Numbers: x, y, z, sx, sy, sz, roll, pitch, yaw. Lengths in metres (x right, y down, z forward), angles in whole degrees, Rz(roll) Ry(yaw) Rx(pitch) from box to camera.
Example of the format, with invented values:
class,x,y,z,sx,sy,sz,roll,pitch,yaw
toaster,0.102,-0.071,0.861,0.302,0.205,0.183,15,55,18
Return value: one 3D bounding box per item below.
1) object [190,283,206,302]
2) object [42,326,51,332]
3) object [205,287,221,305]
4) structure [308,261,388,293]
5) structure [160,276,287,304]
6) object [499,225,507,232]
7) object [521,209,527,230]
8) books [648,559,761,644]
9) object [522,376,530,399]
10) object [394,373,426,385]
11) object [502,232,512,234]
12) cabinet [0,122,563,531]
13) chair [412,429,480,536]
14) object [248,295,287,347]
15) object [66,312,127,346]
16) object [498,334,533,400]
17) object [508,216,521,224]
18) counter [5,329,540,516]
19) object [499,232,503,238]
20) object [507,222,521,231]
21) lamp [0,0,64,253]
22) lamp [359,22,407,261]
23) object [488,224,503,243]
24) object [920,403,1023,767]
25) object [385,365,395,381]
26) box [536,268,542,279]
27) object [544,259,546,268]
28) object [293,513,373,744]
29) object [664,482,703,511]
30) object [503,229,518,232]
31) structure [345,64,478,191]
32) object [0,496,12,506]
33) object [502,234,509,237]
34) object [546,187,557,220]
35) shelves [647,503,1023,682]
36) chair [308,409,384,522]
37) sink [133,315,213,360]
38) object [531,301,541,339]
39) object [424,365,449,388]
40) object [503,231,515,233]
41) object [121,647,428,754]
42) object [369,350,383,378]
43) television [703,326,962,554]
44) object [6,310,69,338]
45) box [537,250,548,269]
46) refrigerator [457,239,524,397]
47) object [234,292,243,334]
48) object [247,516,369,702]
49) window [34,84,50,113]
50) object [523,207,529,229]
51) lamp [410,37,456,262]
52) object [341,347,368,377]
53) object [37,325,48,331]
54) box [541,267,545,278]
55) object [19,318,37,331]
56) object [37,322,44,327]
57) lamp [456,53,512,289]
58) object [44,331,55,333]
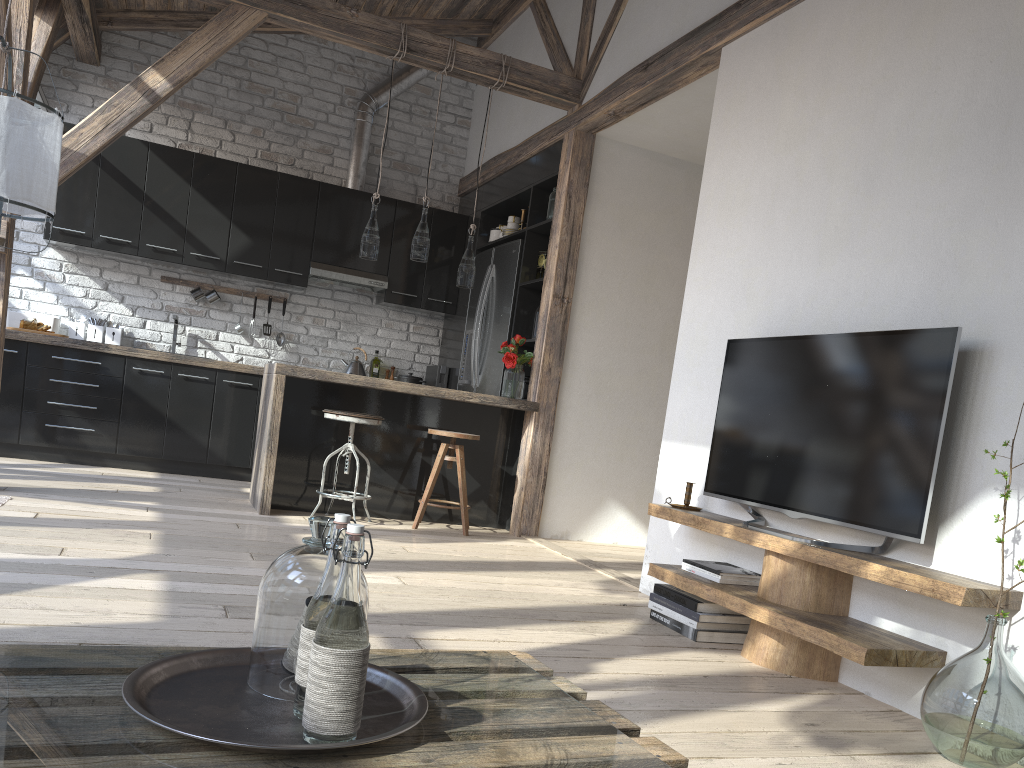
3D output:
class,x,y,z,sx,sy,sz,roll,pitch,yaw
object,-2.376,-0.689,6.658,0.118,0.140,0.092,7,3,-20
object,-3.182,-0.376,6.002,0.082,0.055,0.073,8,0,44
object,-2.272,-0.673,6.693,0.117,0.140,0.092,8,3,-5
structure,-1.309,-0.840,6.923,0.603,0.104,0.365,9,-2,-22
structure,-2.193,-0.722,6.741,0.937,0.046,0.080,9,-1,-22
object,-0.044,-1.127,6.494,0.094,0.068,0.106,8,0,6
object,0.073,-1.129,6.133,0.059,0.169,0.058,5,5,-37
books,0.756,0.837,3.439,0.292,0.266,0.356,8,0,-22
object,0.108,0.029,5.946,0.135,0.166,0.132,7,2,-32
object,-0.842,-0.023,7.250,0.249,0.142,0.207,8,0,-24
object,0.002,-1.069,6.362,0.148,0.026,0.149,7,-2,20
cabinet,-1.772,-0.545,5.863,4.238,2.526,2.070,8,2,-22
chair,-0.390,0.588,5.343,0.341,0.600,0.338,8,3,-2
object,-1.891,-0.497,6.847,0.284,0.384,0.069,7,4,-22
object,-3.025,-0.394,6.410,0.407,0.202,0.145,8,2,-21
object,0.017,-0.111,5.569,0.250,0.418,0.311,8,2,11
object,0.019,-1.168,6.345,0.095,0.068,0.105,8,0,-36
counter,-2.047,0.250,5.789,3.833,0.857,2.222,9,-2,-22
object,-0.045,-1.080,6.501,0.105,0.068,0.094,8,0,30
object,0.015,-1.123,6.355,0.106,0.068,0.093,8,0,-11
lamp,-1.751,-1.438,3.083,0.397,1.909,0.406,9,5,19
lamp,-0.726,-1.368,5.000,0.109,1.298,0.222,6,5,-20
object,-0.083,-1.130,6.717,0.185,0.175,0.208,8,1,19
object,1.335,0.433,2.144,0.277,1.128,0.509,5,5,-35
object,-1.015,-0.067,7.293,0.080,0.184,0.039,7,4,-10
box,0.209,-0.715,5.939,0.083,0.114,0.082,7,2,-22
object,0.296,-0.740,5.749,0.136,0.171,0.148,7,2,-36
object,-0.221,0.301,1.105,0.071,0.269,0.152,6,3,-22
object,0.739,0.469,3.695,0.140,0.113,0.138,8,1,-40
object,0.005,-1.092,6.360,0.148,0.026,0.149,7,-2,20
structure,-0.782,-2.067,7.062,0.988,1.294,0.168,7,5,-22
object,-2.882,0.391,2.444,2.199,0.057,3.160,9,-3,-22
object,0.001,-1.057,6.363,0.148,0.023,0.148,8,-2,5
object,0.294,-1.139,5.619,0.125,0.208,0.123,7,3,-18
shelves,0.916,0.752,3.063,0.332,0.452,1.589,7,-1,-22
chair,-0.957,0.480,5.115,0.352,0.641,0.352,9,3,11
sink,-2.473,-0.246,6.426,0.529,0.519,0.509,7,1,-22
object,0.189,-0.427,5.807,0.086,0.304,0.085,5,5,-30
object,-0.630,-0.035,7.281,0.088,0.228,0.348,6,0,-22
object,0.004,-1.080,6.361,0.148,0.026,0.149,7,-2,20
object,-0.310,0.420,1.181,0.395,0.022,0.393,8,-2,-2
object,-1.111,-0.133,7.225,0.090,0.285,0.080,6,5,-27
television,1.033,0.183,3.042,0.208,0.709,1.093,6,0,-22
object,-3.294,-0.412,6.096,0.384,0.134,0.584,9,-2,-34
box,0.226,-0.828,5.894,0.083,0.114,0.082,6,3,-42
refrigerator,0.076,0.018,6.600,0.856,1.935,0.931,6,4,-22
object,-2.095,-0.550,6.793,0.071,0.328,0.065,6,5,-22
object,-0.283,0.311,1.258,0.154,0.249,0.156,10,3,36
window,-3.637,-1.841,5.233,1.529,1.285,0.846,8,2,-22
object,0.133,-1.129,5.988,0.095,0.173,0.096,11,4,41
lamp,-0.458,-1.351,5.116,0.109,1.247,0.236,7,5,-10
object,-1.217,-0.169,6.881,0.223,0.237,0.219,7,2,-32
object,-3.193,-0.380,5.976,0.082,0.058,0.073,8,0,44
box,0.238,-0.714,5.857,0.083,0.114,0.082,7,2,-12
object,-3.257,-0.406,5.924,0.090,0.088,0.085,7,2,-45
object,-3.236,-0.389,6.013,0.078,0.067,0.075,8,1,40
lamp,-0.176,-1.254,5.234,0.110,1.351,0.222,6,5,-20
object,-3.169,-0.354,6.029,0.069,0.017,0.077,10,-3,-44
